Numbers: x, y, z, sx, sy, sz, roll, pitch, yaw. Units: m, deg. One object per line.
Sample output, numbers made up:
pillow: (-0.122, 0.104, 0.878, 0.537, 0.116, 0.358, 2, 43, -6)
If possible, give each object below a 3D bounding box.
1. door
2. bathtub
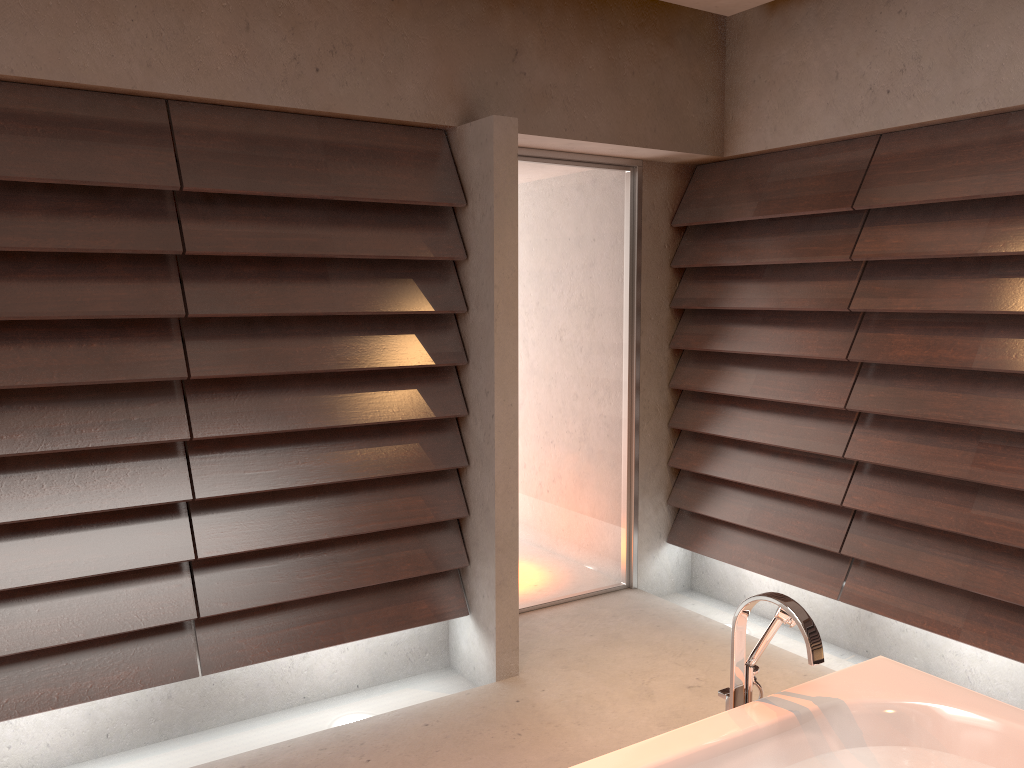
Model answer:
door: (0.148, 0.003, 3.892, 1.007, 2.000, 0.090, -4, 7, -33)
bathtub: (0.295, 0.883, 1.339, 2.000, 0.761, 0.994, -4, 7, -33)
